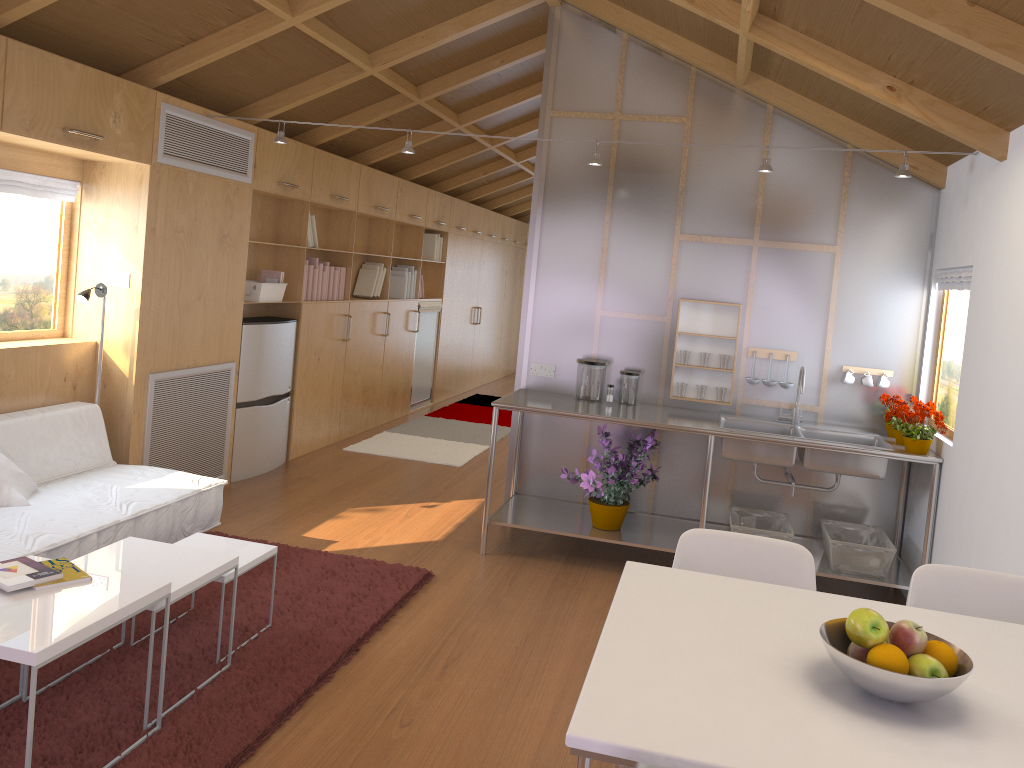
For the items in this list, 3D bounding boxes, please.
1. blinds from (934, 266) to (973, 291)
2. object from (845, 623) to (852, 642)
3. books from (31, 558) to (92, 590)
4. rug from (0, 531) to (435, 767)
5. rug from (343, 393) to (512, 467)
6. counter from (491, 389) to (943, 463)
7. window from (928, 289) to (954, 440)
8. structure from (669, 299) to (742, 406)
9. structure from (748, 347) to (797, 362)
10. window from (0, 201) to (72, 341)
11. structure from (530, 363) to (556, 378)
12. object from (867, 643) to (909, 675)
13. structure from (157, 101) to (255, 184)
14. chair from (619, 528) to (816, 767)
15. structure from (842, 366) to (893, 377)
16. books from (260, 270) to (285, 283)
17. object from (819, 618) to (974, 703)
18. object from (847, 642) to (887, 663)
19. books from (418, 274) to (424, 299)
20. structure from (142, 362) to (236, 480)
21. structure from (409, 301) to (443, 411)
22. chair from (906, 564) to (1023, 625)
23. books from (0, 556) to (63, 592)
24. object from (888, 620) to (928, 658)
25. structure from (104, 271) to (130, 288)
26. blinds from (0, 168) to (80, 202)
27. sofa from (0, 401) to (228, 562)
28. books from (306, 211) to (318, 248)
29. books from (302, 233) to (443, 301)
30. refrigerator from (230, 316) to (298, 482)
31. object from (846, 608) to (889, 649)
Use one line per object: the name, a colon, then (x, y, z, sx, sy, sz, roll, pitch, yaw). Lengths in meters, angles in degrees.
blinds: (2.095, -0.494, 4.167, 0.048, 0.110, 0.727, 6, 7, 13)
object: (0.661, 0.460, 1.659, 0.067, 0.067, 0.068, 4, 5, -11)
books: (-1.318, 0.544, 2.528, 0.194, 0.016, 0.152, 12, 9, 42)
rug: (-1.572, 0.904, 3.124, 1.888, 0.020, 2.490, 7, 7, 13)
rug: (-0.400, 0.364, 8.342, 0.918, 0.011, 3.736, 7, 7, 13)
counter: (0.990, 0.191, 4.521, 2.113, 0.021, 0.652, 7, 7, 13)
window: (2.104, -0.148, 4.173, 0.026, 0.792, 0.727, 6, 5, 13)
structure: (1.047, -0.175, 4.788, 0.328, 0.543, 0.077, 6, 3, 13)
structure: (1.395, -0.159, 4.737, 0.251, 0.051, 0.016, 7, 3, 13)
window: (-2.429, -0.556, 3.743, 0.035, 0.786, 1.502, 6, 6, 13)
structure: (0.175, -0.078, 5.032, 0.142, 0.071, 0.011, 7, 3, 13)
object: (0.647, 0.483, 1.524, 0.067, 0.067, 0.068, 4, 5, -11)
structure: (-1.649, -1.296, 4.824, 0.013, 0.299, 0.906, 6, 7, 13)
chair: (0.559, 0.816, 2.237, 0.532, 0.782, 0.548, 6, 4, 13)
structure: (1.860, -0.065, 4.617, 0.251, 0.032, 0.041, 7, 6, 13)
books: (-1.599, -0.655, 5.846, 0.150, 0.191, 0.088, 6, 4, 13)
object: (0.680, 0.512, 1.583, 0.254, 0.090, 0.257, 1, 8, -35)
object: (0.647, 0.493, 1.595, 0.080, 0.089, 0.078, 3, 5, -28)
books: (-0.957, -0.986, 8.594, 0.176, 0.295, 0.280, 6, 5, 13)
structure: (-1.787, 0.266, 4.921, 0.013, 0.718, 0.822, 6, 5, 13)
structure: (-0.986, -0.309, 8.846, 0.316, 1.074, 0.727, 6, 4, 13)
chair: (1.135, 0.886, 2.103, 0.532, 0.782, 0.548, 6, 4, 13)
books: (-1.382, 0.529, 2.472, 0.194, 0.016, 0.152, 10, 8, 32)
object: (0.704, 0.454, 1.573, 0.061, 0.066, 0.064, 1, 6, -39)
structure: (-1.972, -0.522, 4.408, 0.142, 0.071, 0.011, 7, 3, 13)
blinds: (-2.348, -0.887, 3.717, 0.048, 0.110, 1.503, 6, 7, 13)
sofa: (-2.009, 0.552, 3.106, 0.864, 0.625, 2.364, 6, 7, 13)
books: (-1.479, -1.112, 6.216, 0.176, 0.295, 0.280, 6, 5, 13)
books: (-1.157, -1.067, 7.639, 0.189, 0.654, 3.121, 6, 7, 13)
refrigerator: (-1.674, 0.071, 5.765, 0.262, 0.983, 0.715, 6, 4, 13)
object: (0.629, 0.433, 1.567, 0.070, 0.069, 0.077, 6, 5, 13)
